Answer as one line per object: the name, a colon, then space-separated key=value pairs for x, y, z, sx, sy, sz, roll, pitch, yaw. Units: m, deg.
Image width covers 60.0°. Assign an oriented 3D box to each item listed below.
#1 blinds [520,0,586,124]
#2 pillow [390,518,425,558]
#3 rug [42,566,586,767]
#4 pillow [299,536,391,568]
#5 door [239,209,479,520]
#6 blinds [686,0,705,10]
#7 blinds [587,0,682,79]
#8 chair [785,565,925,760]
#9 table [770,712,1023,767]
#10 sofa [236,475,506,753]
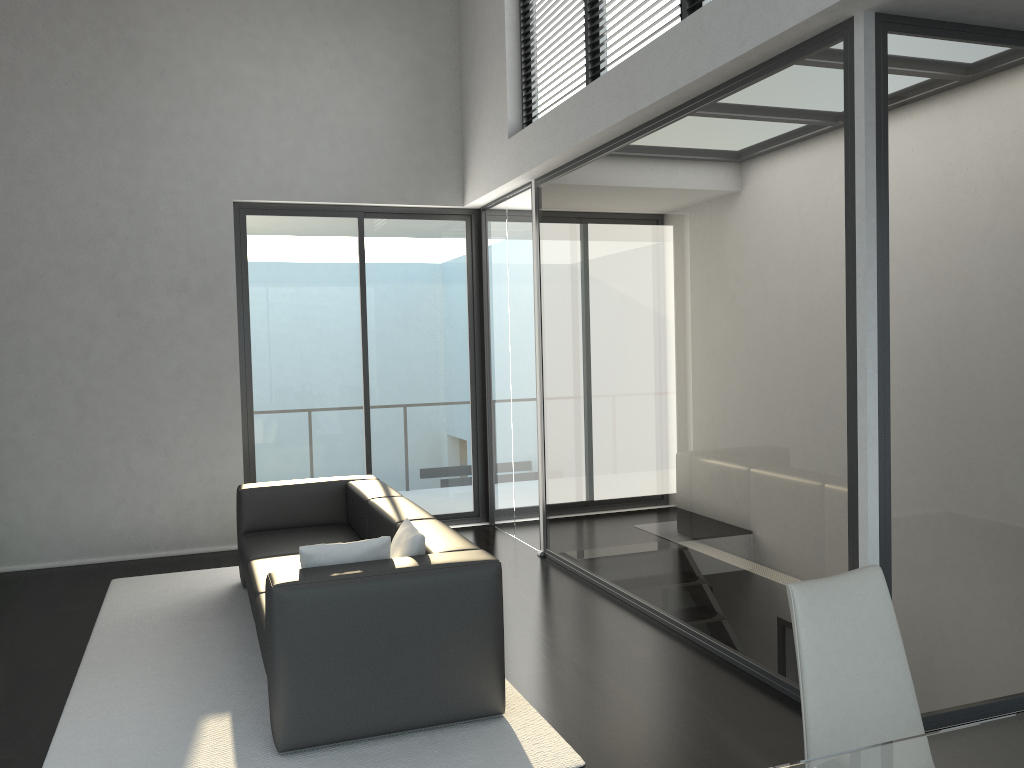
blinds: x=0.265 y=-2.482 z=5.832 sx=0.048 sy=1.372 sz=1.076 roll=-2 pitch=3 yaw=-20
pillow: x=-0.477 y=0.801 z=3.875 sx=0.169 sy=0.361 sz=0.376 roll=-2 pitch=3 yaw=-18
rug: x=-1.226 y=1.355 z=4.623 sx=1.875 sy=0.009 sz=3.695 roll=-2 pitch=3 yaw=-20
pillow: x=-0.696 y=0.816 z=3.691 sx=0.376 sy=0.358 sz=0.186 roll=-2 pitch=3 yaw=-18
door: x=-1.211 y=-0.110 z=7.326 sx=1.900 sy=2.600 sz=0.050 roll=-2 pitch=3 yaw=-20
blinds: x=1.019 y=-2.411 z=3.724 sx=0.048 sy=1.372 sz=1.076 roll=-2 pitch=3 yaw=-20
blinds: x=0.642 y=-2.447 z=4.778 sx=0.048 sy=1.372 sz=1.076 roll=-2 pitch=3 yaw=-20
chair: x=0.916 y=0.937 z=1.882 sx=0.471 sy=0.959 sz=0.612 roll=-3 pitch=3 yaw=-30
table: x=1.458 y=1.051 z=1.497 sx=2.720 sy=0.731 sz=0.940 roll=-2 pitch=3 yaw=-20
sofa: x=-0.918 y=0.999 z=4.734 sx=0.943 sy=0.652 sz=2.781 roll=-2 pitch=3 yaw=-20
